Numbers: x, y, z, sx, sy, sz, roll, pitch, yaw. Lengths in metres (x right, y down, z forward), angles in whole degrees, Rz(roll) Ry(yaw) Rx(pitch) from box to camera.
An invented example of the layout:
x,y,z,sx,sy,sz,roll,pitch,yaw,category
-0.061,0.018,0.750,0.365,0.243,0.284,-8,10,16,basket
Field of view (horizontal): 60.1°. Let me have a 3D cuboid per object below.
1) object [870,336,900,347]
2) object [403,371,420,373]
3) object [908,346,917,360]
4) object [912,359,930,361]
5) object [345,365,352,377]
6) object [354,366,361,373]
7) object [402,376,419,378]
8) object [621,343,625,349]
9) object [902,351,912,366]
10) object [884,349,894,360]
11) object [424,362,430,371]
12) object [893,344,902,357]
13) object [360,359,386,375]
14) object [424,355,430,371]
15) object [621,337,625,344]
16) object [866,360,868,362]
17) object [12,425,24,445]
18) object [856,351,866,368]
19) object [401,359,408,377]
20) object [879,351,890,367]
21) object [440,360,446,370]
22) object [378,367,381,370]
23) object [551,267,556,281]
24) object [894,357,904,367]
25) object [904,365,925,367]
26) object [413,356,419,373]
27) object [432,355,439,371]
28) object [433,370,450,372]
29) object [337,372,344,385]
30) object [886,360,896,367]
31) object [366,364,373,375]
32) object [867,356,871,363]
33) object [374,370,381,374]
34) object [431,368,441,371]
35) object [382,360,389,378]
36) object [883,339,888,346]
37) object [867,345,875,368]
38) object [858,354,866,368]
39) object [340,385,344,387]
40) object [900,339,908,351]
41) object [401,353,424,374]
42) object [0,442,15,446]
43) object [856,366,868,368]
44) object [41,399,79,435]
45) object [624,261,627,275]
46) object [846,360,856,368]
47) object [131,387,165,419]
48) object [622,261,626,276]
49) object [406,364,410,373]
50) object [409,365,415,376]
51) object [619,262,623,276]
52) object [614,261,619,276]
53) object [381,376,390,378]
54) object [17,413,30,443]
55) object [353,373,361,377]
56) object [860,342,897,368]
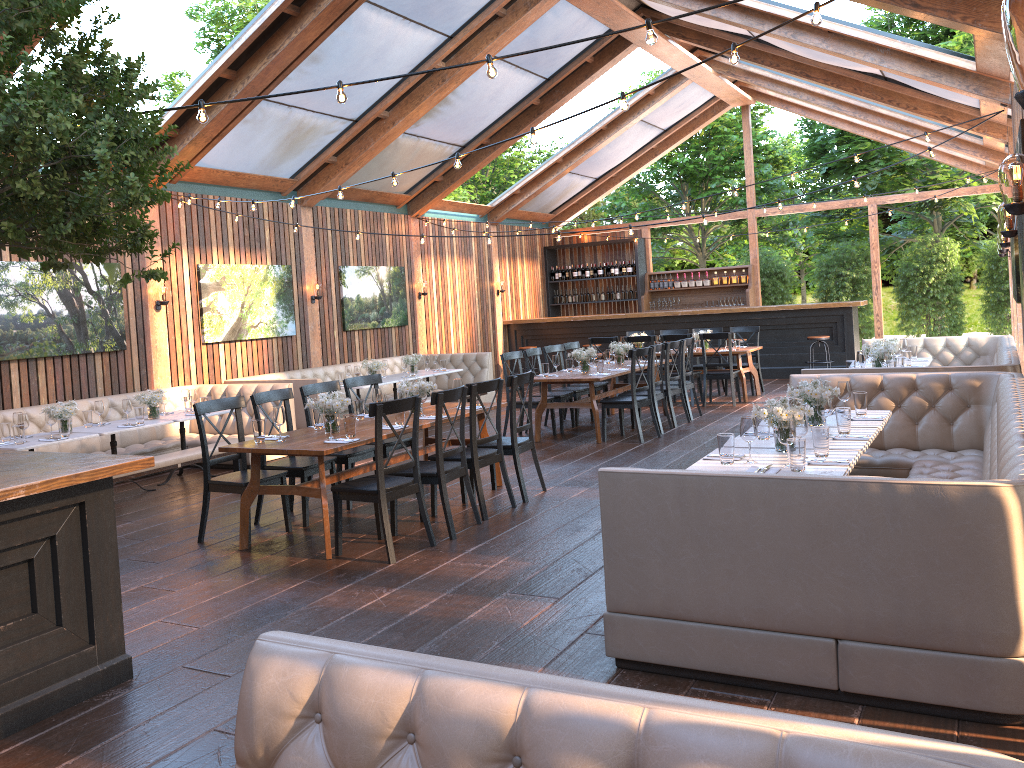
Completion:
x,y,z,sx,sy,sz,roll,pitch,yaw,category
4.135,-0.375,9.751,0.329,0.309,0.337,-3,3,3,object
-1.489,-0.187,13.244,0.255,0.019,0.158,-1,6,29,object
4.565,-0.355,10.067,0.091,0.158,0.092,-3,2,15,object
4.536,-0.269,9.906,0.255,0.019,0.158,-1,6,29,object
-2.165,-0.121,11.733,0.092,0.244,0.092,-4,2,-13,object
-2.015,-0.114,11.544,0.092,0.244,0.092,-4,2,-13,object
-1.429,-0.104,12.278,0.255,0.019,0.158,-1,6,29,object
1.717,-0.538,13.477,0.092,0.158,0.092,-5,3,-35,object
4.186,-0.268,9.368,0.091,0.158,0.092,-3,2,15,object
3.698,-0.219,8.678,0.092,0.244,0.092,-4,2,-13,object
-1.279,-0.282,13.379,0.091,0.158,0.092,-3,2,15,object
4.075,-0.303,9.352,0.092,0.244,0.092,-4,2,-19,object
-1.885,-0.193,11.975,0.337,0.309,0.329,-6,4,-39,object
-1.267,-0.316,13.270,0.092,0.244,0.092,-4,2,-19,object
1.716,-0.592,13.595,0.092,0.244,0.092,-4,2,-19,object
4.097,-0.265,10.172,0.255,0.019,0.158,-1,6,29,object
-4.163,0.430,7.469,0.091,0.158,0.092,-3,2,15,object
3.422,-0.200,8.662,0.092,0.244,0.092,-4,2,-13,object
-1.511,-0.225,12.423,0.092,0.244,0.092,-4,2,-19,object
3.571,-0.192,8.473,0.092,0.244,0.092,-4,2,-13,object
-1.021,-0.277,13.139,0.091,0.158,0.092,-3,2,15,object
-1.886,-0.158,12.421,0.091,0.158,0.092,-3,2,15,object
0.913,-2.457,19.752,0.081,0.324,0.171,-3,2,14,object
3.809,-0.184,8.694,0.091,0.158,0.092,-3,2,15,object
4.157,-0.182,9.206,0.255,0.019,0.158,-1,6,29,object
-1.421,-0.290,13.093,0.092,0.244,0.092,-4,2,-19,object
-1.132,-0.311,13.123,0.092,0.244,0.092,-4,2,-19,object
-1.050,-0.191,12.977,0.255,0.019,0.158,-1,6,29,object
-2.270,-0.071,11.720,0.091,0.158,0.092,-3,2,15,object
3.589,-0.141,8.365,0.091,0.158,0.092,-3,2,15,object
-1.888,-0.140,11.749,0.092,0.244,0.092,-4,2,-13,object
4.060,-0.318,10.008,0.091,0.158,0.092,-3,2,15,object
-1.778,-0.106,11.765,0.091,0.158,0.092,-3,2,15,object
-1.112,-0.220,13.347,0.157,0.019,0.256,-1,6,29,object
-1.781,-0.209,12.435,0.092,0.244,0.092,-4,2,-19,object
4.320,-0.394,10.199,0.092,0.244,0.092,-4,2,-19,object
3.805,-0.287,9.364,0.092,0.244,0.092,-4,2,-19,object
3.700,-0.236,9.350,0.091,0.158,0.092,-3,2,15,object
-2.156,0.014,11.472,0.157,0.019,0.256,-1,6,29,object
4.454,-0.390,10.052,0.092,0.244,0.092,-4,2,-19,object
-1.446,-0.297,12.819,0.329,0.309,0.337,-3,3,3,object
-4.321,0.507,7.504,0.157,0.019,0.256,-1,6,29,object
3.738,-0.183,9.514,0.255,0.019,0.158,-1,6,29,object
-4.063,0.299,8.012,0.336,0.309,0.330,-1,4,41,object
2.415,-2.474,18.977,0.077,0.306,0.077,-5,2,-45,object
3.316,-0.149,8.648,0.091,0.158,0.092,-3,2,15,object
-3.604,0.195,8.853,0.330,0.309,0.336,-7,5,-44,object
2.387,-2.464,18.861,0.078,0.312,0.078,-3,2,24,object
-1.527,-0.239,13.079,0.091,0.158,0.092,-3,2,15,object
-1.400,-0.190,12.439,0.091,0.158,0.092,-3,2,15,object
2.330,-2.466,18.929,0.077,0.309,0.077,-3,2,7,object
2.238,-2.474,18.959,0.087,0.334,0.088,-3,2,9,object
-1.849,-0.105,12.586,0.255,0.019,0.158,-1,6,29,object
-4.181,0.379,7.576,0.092,0.244,0.092,-4,2,-13,object
-1.998,-0.062,11.436,0.091,0.158,0.092,-3,2,15,object
3.697,-0.272,8.906,0.337,0.309,0.329,-6,4,-39,object
